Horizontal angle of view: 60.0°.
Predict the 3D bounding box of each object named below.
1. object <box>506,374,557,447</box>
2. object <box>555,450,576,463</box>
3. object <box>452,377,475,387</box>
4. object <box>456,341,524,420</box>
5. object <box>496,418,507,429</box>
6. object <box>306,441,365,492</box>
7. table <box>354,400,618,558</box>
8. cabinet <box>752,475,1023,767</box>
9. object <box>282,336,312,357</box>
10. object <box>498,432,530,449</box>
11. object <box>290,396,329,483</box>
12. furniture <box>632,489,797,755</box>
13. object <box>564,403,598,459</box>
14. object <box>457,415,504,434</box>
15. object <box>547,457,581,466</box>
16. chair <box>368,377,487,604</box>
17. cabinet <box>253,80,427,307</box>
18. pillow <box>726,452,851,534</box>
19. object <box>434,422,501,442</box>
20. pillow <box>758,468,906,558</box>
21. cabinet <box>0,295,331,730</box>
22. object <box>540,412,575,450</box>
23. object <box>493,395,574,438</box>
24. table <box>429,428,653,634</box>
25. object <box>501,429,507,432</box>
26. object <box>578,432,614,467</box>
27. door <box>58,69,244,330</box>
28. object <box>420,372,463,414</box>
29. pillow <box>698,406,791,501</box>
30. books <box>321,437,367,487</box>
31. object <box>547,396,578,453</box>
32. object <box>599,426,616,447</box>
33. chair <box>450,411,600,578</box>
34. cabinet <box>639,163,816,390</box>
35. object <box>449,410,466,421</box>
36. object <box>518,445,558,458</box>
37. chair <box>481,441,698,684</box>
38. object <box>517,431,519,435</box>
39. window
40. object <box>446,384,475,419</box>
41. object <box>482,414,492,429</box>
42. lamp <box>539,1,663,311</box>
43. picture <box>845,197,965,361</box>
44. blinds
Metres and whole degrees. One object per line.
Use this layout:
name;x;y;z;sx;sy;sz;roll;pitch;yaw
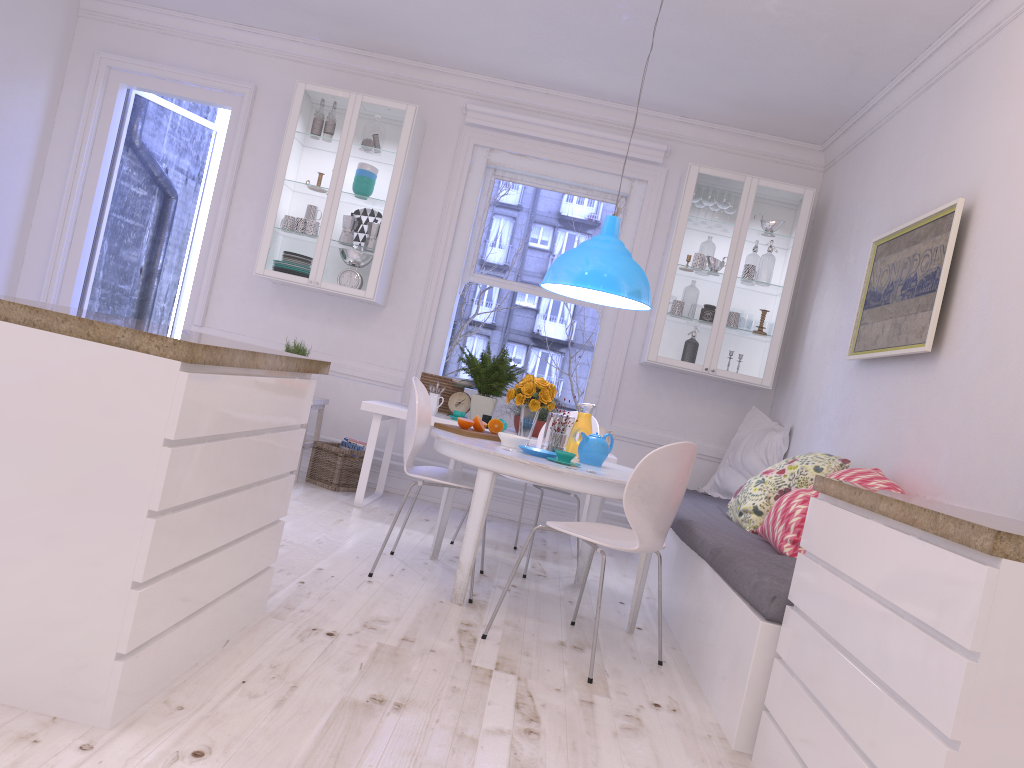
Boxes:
object;0.089;0.123;4.231;0.234;0.351;0.235;13;0;-32
object;0.220;0.305;3.693;0.088;0.043;0.088;13;0;10
object;-0.308;-0.010;5.741;0.163;0.047;0.164;13;0;-38
object;-0.161;-0.012;5.608;0.438;0.527;0.368;13;0;3
object;-0.064;0.235;5.234;0.069;0.059;0.082;13;0;-20
object;-1.127;0.538;5.777;0.276;0.270;0.276;13;0;36
table;-0.184;0.570;5.481;1.514;0.619;0.736;13;0;3
cabinet;1.078;0.737;2.020;0.654;0.842;1.036;13;0;3
object;-1.396;-0.139;5.728;0.186;0.367;0.196;13;0;-43
object;0.005;0.257;3.981;0.147;0.052;0.147;13;0;-45
object;-1.497;0.319;5.705;0.418;0.534;0.599;13;0;3
furniture;1.098;0.914;4.229;0.769;0.508;3.296;13;0;3
object;0.329;0.220;4.185;0.094;0.267;0.116;13;0;29
object;-0.168;0.183;4.216;0.129;0.075;0.285;13;0;39
object;0.215;0.325;3.693;0.147;0.011;0.147;13;0;5
chair;-0.291;0.431;3.909;0.483;0.845;0.604;13;0;3
cabinet;-1.147;-1.266;5.977;0.823;1.311;0.425;13;0;3
pillow;1.341;0.524;4.254;0.509;0.447;0.592;13;0;8
object;-0.171;0.233;4.192;0.224;0.024;0.347;13;0;43
pillow;1.308;0.521;3.570;0.491;0.424;0.587;13;0;5
cabinet;-1.058;0.259;2.481;0.654;0.842;1.167;13;0;3
object;0.218;0.237;4.216;0.101;0.186;0.122;13;0;33
object;0.162;0.161;5.496;0.668;0.367;0.531;13;0;27
table;0.126;0.634;3.984;1.140;0.629;1.140;13;0;31
object;-0.092;0.262;5.226;0.121;0.021;0.121;13;0;43
object;0.377;0.290;4.016;0.156;0.151;0.150;13;0;6
door;-2.617;-0.928;6.809;1.009;2.474;1.021;13;0;3
object;-0.475;0.068;5.844;0.294;0.237;0.028;13;0;3
pillow;1.535;0.460;5.679;0.374;0.642;0.677;13;0;-27
books;-1.111;0.508;5.787;0.221;0.306;0.205;13;0;36
object;0.228;0.187;3.997;0.128;0.287;0.128;13;0;4
object;0.561;0.342;5.508;0.127;0.152;0.115;13;0;-15
chair;0.129;0.525;4.682;0.483;0.845;0.604;13;0;-42
cabinet;1.407;-0.694;5.860;0.823;1.311;0.425;13;0;3
object;-0.320;0.194;5.345;0.121;0.055;0.121;13;0;43
object;0.118;0.297;3.825;0.196;0.023;0.196;13;0;-10
chair;0.345;0.573;3.243;0.483;0.845;0.604;13;0;38
object;0.067;0.274;5.220;0.066;0.067;0.052;13;0;3
window;0.148;-0.664;6.253;1.234;1.782;0.181;13;0;3
object;-0.332;0.114;5.730;0.159;0.208;0.185;13;0;3
object;-0.155;0.219;5.166;0.055;0.077;0.070;13;0;28
lamp;0.623;-1.375;4.364;0.568;1.948;0.568;13;0;37
picture;1.752;-0.432;4.027;0.020;0.629;0.971;13;0;3
blinds;0.363;-1.711;6.066;1.451;0.131;0.136;13;0;3
